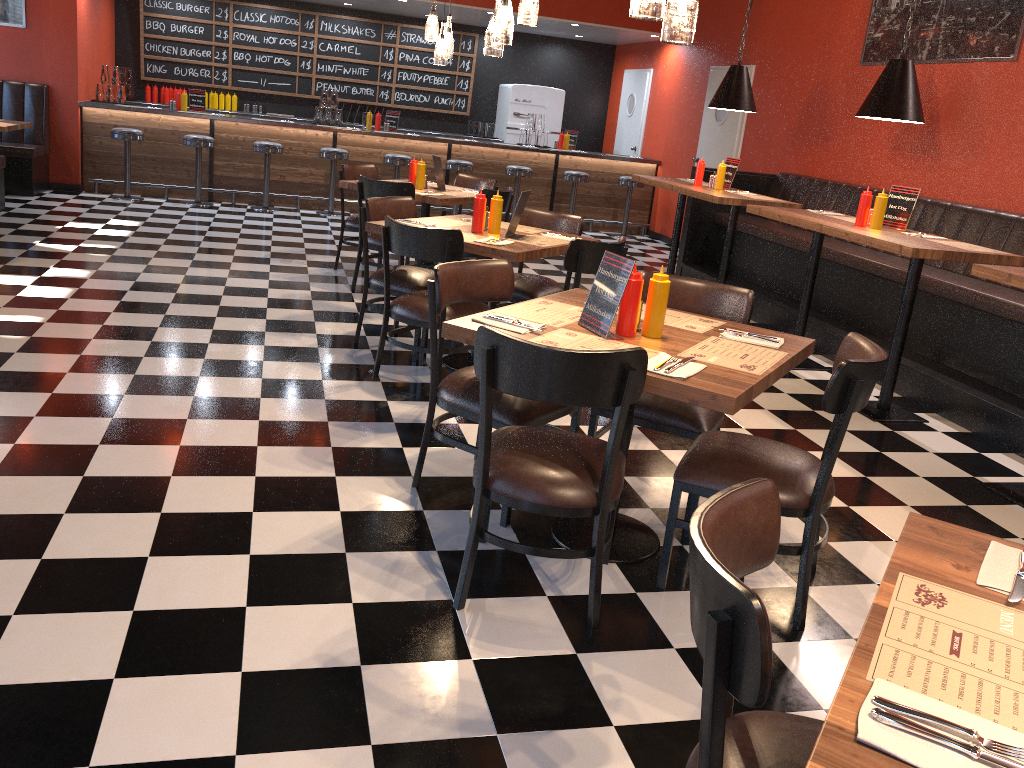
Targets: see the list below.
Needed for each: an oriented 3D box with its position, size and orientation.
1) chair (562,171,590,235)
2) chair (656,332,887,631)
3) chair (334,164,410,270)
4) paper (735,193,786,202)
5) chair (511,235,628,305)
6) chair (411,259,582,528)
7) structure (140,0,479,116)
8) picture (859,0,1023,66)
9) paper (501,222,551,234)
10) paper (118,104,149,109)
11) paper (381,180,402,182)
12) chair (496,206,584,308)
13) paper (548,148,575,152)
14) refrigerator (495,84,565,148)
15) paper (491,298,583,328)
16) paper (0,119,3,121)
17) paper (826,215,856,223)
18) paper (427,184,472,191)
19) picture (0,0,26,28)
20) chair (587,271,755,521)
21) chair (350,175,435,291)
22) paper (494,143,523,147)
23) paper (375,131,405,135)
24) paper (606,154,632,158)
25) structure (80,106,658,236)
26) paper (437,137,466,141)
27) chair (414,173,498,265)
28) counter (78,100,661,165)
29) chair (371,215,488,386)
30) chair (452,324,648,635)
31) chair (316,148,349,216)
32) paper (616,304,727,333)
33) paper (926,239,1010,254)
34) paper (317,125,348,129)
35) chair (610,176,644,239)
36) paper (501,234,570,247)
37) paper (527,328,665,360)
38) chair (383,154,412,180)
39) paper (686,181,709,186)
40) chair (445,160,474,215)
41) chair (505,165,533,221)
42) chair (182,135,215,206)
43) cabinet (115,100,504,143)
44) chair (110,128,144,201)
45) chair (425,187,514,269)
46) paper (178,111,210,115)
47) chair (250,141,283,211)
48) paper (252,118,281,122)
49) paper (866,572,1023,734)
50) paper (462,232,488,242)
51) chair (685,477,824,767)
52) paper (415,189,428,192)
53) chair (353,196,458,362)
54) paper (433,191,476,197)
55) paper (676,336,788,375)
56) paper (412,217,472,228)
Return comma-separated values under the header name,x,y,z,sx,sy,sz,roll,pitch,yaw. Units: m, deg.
name,x,y,z,sx,sy,sz,roll,pitch,yaw
chair,0.773,-2.316,11.287,0.348,0.766,0.352,4,16,-10
chair,0.842,0.256,2.884,0.546,0.858,0.490,13,17,21
chair,-1.169,-1.370,7.382,0.546,0.858,0.490,13,17,23
paper,1.909,-1.435,6.817,0.261,0.001,0.370,2,18,-13
chair,0.279,-0.386,4.743,0.548,0.858,0.488,18,19,37
chair,-0.060,-0.004,3.391,0.547,0.858,0.489,17,18,32
structure,-2.752,-4.579,12.375,4.540,1.134,0.202,2,16,-15
picture,3.303,-2.942,6.787,0.023,0.929,1.791,2,17,-15
paper,0.018,-0.931,5.263,0.367,0.001,0.263,15,19,27
paper,-4.334,-3.175,10.136,0.365,0.001,0.264,2,18,-14
paper,-0.968,-1.621,7.121,0.262,0.001,0.368,16,19,28
chair,0.104,-0.623,5.442,0.489,0.858,0.548,16,18,31
paper,0.662,-3.042,11.530,0.365,0.001,0.264,2,18,-14
refrigerator,0.205,-3.485,13.116,0.802,1.783,0.860,2,16,-15
paper,0.130,-0.255,3.127,0.262,0.001,0.368,15,19,27
paper,-5.313,-2.662,8.886,0.365,0.001,0.264,0,18,-19
paper,2.215,-1.052,5.695,0.261,0.001,0.370,2,18,-13
paper,-0.523,-1.610,7.249,0.367,0.001,0.262,17,20,30
picture,-5.649,-4.456,9.222,1.023,1.287,0.016,2,16,-15
chair,0.626,0.029,3.535,0.488,0.858,0.549,13,17,23
chair,-0.889,-1.108,6.640,0.488,0.858,0.549,13,17,23
paper,-0.061,-3.065,11.341,0.365,0.001,0.264,2,18,-14
paper,-1.515,-3.098,10.917,0.365,0.001,0.264,2,18,-14
paper,1.436,-3.019,11.740,0.365,0.001,0.264,5,17,-5
structure,-1.492,-2.507,10.935,7.037,1.028,0.218,2,16,-15
paper,-0.760,-3.074,11.117,0.365,0.001,0.264,0,18,-19
chair,-0.449,-1.318,7.475,0.490,0.858,0.547,20,20,39
counter,-1.508,-3.122,11.084,7.037,0.049,0.683,2,18,-15
chair,-0.406,-0.418,4.599,0.489,0.858,0.548,15,18,28
chair,0.115,0.233,2.692,0.487,0.858,0.550,8,16,7
chair,-2.127,-2.400,10.501,0.350,0.766,0.351,13,17,23
paper,0.573,-0.247,3.263,0.367,0.001,0.263,16,20,29
paper,2.470,-0.745,4.801,0.261,0.001,0.370,2,18,-13
paper,-2.181,-3.119,10.743,0.365,0.001,0.264,2,18,-14
chair,1.498,-2.295,11.484,0.350,0.766,0.351,15,17,28
paper,0.150,-0.784,4.837,0.262,0.001,0.368,16,20,29
paper,0.257,-0.112,2.716,0.367,0.001,0.263,15,19,26
chair,-1.402,-2.379,10.698,0.350,0.766,0.351,15,17,28
paper,1.685,-1.739,7.713,0.261,0.001,0.370,2,18,-13
chair,-0.677,-2.358,10.894,0.350,0.766,0.351,15,17,28
chair,0.048,-2.337,11.091,0.348,0.766,0.352,2,16,-15
chair,-3.577,-2.442,10.108,0.350,0.766,0.350,17,18,33
cabinet,-2.804,-3.219,12.513,5.282,0.988,0.683,2,16,-15
chair,-4.302,-2.464,9.912,0.350,0.766,0.351,15,17,28
chair,-0.309,-1.095,6.812,0.546,0.858,0.490,13,17,23
paper,-3.685,-3.160,10.326,0.365,0.001,0.264,2,18,-14
chair,-2.852,-2.421,10.305,0.350,0.766,0.350,17,18,33
paper,-2.912,-3.145,10.558,0.365,0.001,0.264,2,18,-14
paper,0.671,0.384,1.269,0.262,0.001,0.368,15,19,27
paper,-0.304,-0.789,4.687,0.367,0.001,0.263,15,19,26
chair,0.495,0.665,1.441,0.546,0.858,0.491,11,16,15
paper,-0.849,-1.479,6.707,0.367,0.001,0.263,16,19,27
chair,-0.622,-0.646,5.251,0.547,0.858,0.490,14,17,25
paper,-0.395,-1.458,6.808,0.262,0.001,0.368,16,19,28
paper,0.710,-0.095,2.825,0.262,0.001,0.368,15,19,27
paper,-0.407,-0.936,5.123,0.262,0.001,0.368,15,19,26
